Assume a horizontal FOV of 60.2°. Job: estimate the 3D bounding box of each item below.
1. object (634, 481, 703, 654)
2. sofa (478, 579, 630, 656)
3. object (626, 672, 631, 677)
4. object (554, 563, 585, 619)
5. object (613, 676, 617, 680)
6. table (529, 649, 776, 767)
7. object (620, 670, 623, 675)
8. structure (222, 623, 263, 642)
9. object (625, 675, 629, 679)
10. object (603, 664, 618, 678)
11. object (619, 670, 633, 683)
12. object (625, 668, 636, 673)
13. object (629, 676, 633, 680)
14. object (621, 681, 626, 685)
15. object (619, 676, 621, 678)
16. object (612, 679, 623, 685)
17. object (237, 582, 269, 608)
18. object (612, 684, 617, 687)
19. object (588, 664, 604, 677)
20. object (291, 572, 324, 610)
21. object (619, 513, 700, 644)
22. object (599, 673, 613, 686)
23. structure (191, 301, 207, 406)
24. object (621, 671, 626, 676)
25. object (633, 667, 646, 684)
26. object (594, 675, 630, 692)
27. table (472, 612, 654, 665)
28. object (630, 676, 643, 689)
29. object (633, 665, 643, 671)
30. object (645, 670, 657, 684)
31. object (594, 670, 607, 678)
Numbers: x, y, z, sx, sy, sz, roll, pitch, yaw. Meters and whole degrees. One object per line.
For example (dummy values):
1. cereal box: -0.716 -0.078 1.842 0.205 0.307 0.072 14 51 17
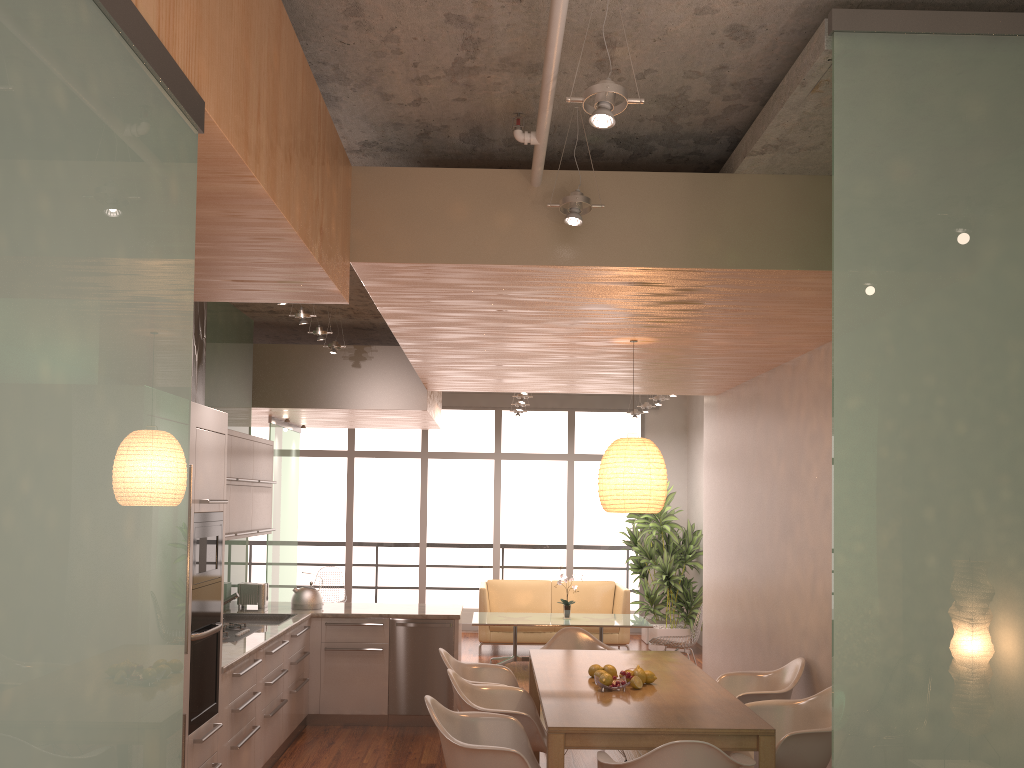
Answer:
1. object: 1.995 2.247 10.898 0.968 2.096 1.084 0 -3 12
2. sofa: 0.493 2.842 10.797 1.801 0.834 0.885 1 -5 -1
3. object: 0.644 1.607 4.883 0.024 0.026 0.026 2 -5 -20
4. object: 0.600 2.234 9.506 0.298 0.587 0.373 1 -4 -7
5. object: 0.582 1.670 5.011 0.026 0.026 0.024 1 -5 -1
6. table: 0.647 2.086 4.984 1.026 0.805 2.088 1 -7 -1
7. object: 0.618 1.616 4.939 0.025 0.026 0.026 4 -6 -33
8. structure: -2.006 1.666 5.956 0.489 0.038 0.681 1 -8 -1
9. object: 0.640 1.621 4.895 0.024 0.026 0.026 2 -5 -20
10. object: 0.565 1.655 5.083 0.078 0.077 0.081 3 -5 -26
11. object: 0.657 1.642 4.950 0.084 0.074 0.079 5 -6 -37
12. object: 0.659 1.603 4.932 0.070 0.022 0.065 7 -9 -40
13. object: 0.660 1.625 4.877 0.026 0.026 0.024 1 -5 -1
14. object: 0.602 1.616 4.768 0.026 0.026 0.023 0 -5 12
15. object: 0.630 1.682 5.082 0.026 0.023 0.026 1 -5 3
16. object: 0.573 1.627 4.798 0.076 0.043 0.093 -5 -9 45
17. object: -2.168 1.774 7.409 0.237 0.201 0.154 1 -4 -1
18. object: 0.553 1.628 4.757 0.026 0.025 0.026 -1 -5 23
19. object: 0.481 1.657 5.097 0.078 0.077 0.081 2 -5 -15
20. object: -1.718 1.731 7.408 0.262 0.304 0.263 0 -5 15
21. object: 1.966 2.336 11.573 1.082 2.096 0.969 0 -3 17
22. object: 0.508 1.596 4.761 0.082 0.071 0.080 3 -6 -24
23. structure: -2.103 -0.309 5.586 0.255 1.128 0.263 1 -2 -1
24. object: 0.621 1.610 4.911 0.026 0.026 0.024 -2 -5 31
25. object: 0.708 1.619 4.897 0.074 0.093 0.076 0 -4 7
26. object: 0.539 1.620 4.767 0.174 0.060 0.175 1 -7 -1
27. table: 0.507 2.810 9.512 1.870 0.557 0.947 1 -6 -1
28. object: 0.673 1.622 4.797 0.063 0.068 0.074 -3 -6 36
29. object: 0.715 1.640 4.989 0.072 0.100 0.074 -2 -5 34
30. object: 0.761 1.641 4.943 0.081 0.071 0.083 2 -5 -12
31. object: 0.501 1.637 4.943 0.081 0.071 0.083 2 -5 -12
